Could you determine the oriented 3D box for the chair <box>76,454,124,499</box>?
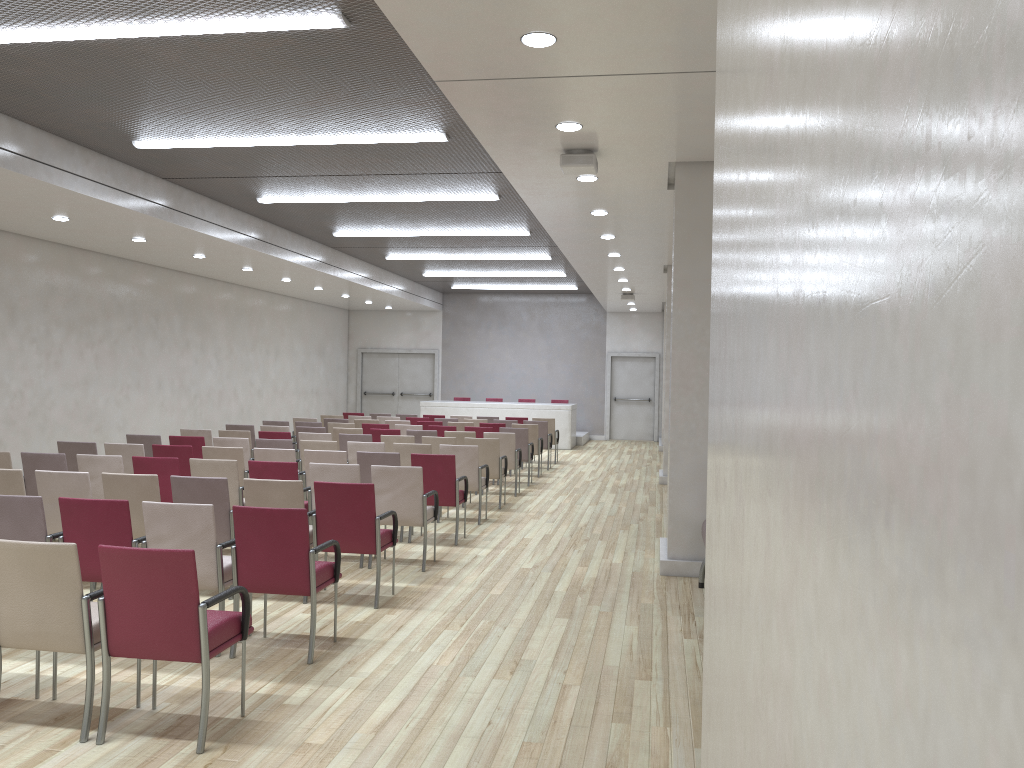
[{"bbox_3d":[-3.644,1.075,8.202,0.513,0.890,0.640,1,0,10],"label":"chair"}]

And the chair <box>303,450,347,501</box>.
[{"bbox_3d":[-1.827,1.106,9.137,0.513,0.890,0.640,1,0,9],"label":"chair"}]

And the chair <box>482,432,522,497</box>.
[{"bbox_3d":[-0.141,1.117,12.602,0.513,0.890,0.640,1,0,8],"label":"chair"}]

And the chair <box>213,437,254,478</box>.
[{"bbox_3d":[-3.242,1.068,10.629,0.513,0.890,0.640,1,0,9],"label":"chair"}]

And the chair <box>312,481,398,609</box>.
[{"bbox_3d":[-1.144,1.136,6.533,0.513,0.890,0.640,1,0,10],"label":"chair"}]

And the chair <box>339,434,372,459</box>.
[{"bbox_3d":[-1.966,1.087,11.653,0.513,0.890,0.640,1,0,10],"label":"chair"}]

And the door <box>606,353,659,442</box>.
[{"bbox_3d":[3.285,0.355,24.172,1.400,2.400,0.200,1,0,9],"label":"door"}]

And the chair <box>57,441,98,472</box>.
[{"bbox_3d":[-4.535,1.049,9.594,0.513,0.890,0.640,1,0,9],"label":"chair"}]

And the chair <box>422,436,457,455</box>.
[{"bbox_3d":[-0.887,1.109,11.471,0.513,0.890,0.640,1,0,9],"label":"chair"}]

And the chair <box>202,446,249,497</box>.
[{"bbox_3d":[-2.912,1.083,9.316,0.513,0.890,0.640,1,0,9],"label":"chair"}]

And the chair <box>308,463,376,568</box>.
[{"bbox_3d":[-1.478,1.121,7.839,0.513,0.890,0.640,1,0,9],"label":"chair"}]

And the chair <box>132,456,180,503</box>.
[{"bbox_3d":[-3.104,1.087,8.105,0.513,0.890,0.640,1,0,10],"label":"chair"}]

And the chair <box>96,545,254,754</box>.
[{"bbox_3d":[-1.537,1.144,4.098,0.513,0.890,0.640,1,0,9],"label":"chair"}]

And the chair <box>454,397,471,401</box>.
[{"bbox_3d":[-1.358,0.799,22.972,0.513,0.890,0.640,1,0,9],"label":"chair"}]

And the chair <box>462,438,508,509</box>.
[{"bbox_3d":[-0.341,1.121,11.397,0.513,0.890,0.640,1,0,9],"label":"chair"}]

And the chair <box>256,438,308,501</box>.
[{"bbox_3d":[-2.710,1.079,10.524,0.513,0.890,0.640,1,0,9],"label":"chair"}]

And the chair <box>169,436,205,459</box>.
[{"bbox_3d":[-3.791,1.056,10.716,0.513,0.890,0.640,1,0,9],"label":"chair"}]

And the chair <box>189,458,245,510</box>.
[{"bbox_3d":[-2.563,1.098,8.011,0.513,0.890,0.640,1,0,9],"label":"chair"}]

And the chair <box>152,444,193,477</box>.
[{"bbox_3d":[-3.454,1.071,9.398,0.513,0.890,0.640,1,0,9],"label":"chair"}]

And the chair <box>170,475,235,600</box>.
[{"bbox_3d":[-2.224,1.113,6.703,0.513,0.890,0.640,1,0,10],"label":"chair"}]

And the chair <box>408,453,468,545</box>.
[{"bbox_3d":[-0.733,1.129,8.950,0.513,0.890,0.640,1,0,10],"label":"chair"}]

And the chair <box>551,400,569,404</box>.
[{"bbox_3d":[1.181,0.852,22.553,0.513,0.890,0.640,1,0,9],"label":"chair"}]

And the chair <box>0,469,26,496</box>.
[{"bbox_3d":[-3.854,1.079,6.977,0.513,0.890,0.640,1,0,10],"label":"chair"}]

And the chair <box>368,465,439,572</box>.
[{"bbox_3d":[-0.935,1.133,7.746,0.513,0.890,0.640,1,0,9],"label":"chair"}]

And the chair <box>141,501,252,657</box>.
[{"bbox_3d":[-1.890,1.129,5.406,0.513,0.890,0.640,1,0,10],"label":"chair"}]

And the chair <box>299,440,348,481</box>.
[{"bbox_3d":[-2.177,1.090,10.439,0.513,0.890,0.640,1,0,9],"label":"chair"}]

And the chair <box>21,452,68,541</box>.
[{"bbox_3d":[-4.192,1.064,8.289,0.513,0.890,0.640,1,0,10],"label":"chair"}]

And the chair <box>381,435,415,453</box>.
[{"bbox_3d":[-1.422,1.098,11.575,0.513,0.890,0.640,1,0,9],"label":"chair"}]

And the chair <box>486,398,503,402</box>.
[{"bbox_3d":[-0.512,0.817,22.832,0.513,0.890,0.640,1,0,9],"label":"chair"}]

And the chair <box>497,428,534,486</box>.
[{"bbox_3d":[0.063,1.113,13.815,0.513,0.890,0.640,1,0,9],"label":"chair"}]

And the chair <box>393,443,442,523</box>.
[{"bbox_3d":[-1.083,1.113,10.269,0.513,0.890,0.640,1,0,10],"label":"chair"}]

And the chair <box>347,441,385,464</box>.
[{"bbox_3d":[-1.616,1.102,10.356,0.513,0.890,0.640,1,0,10],"label":"chair"}]

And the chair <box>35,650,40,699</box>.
[{"bbox_3d":[-2.620,1.121,4.280,0.513,0.890,0.640,1,0,9],"label":"chair"}]

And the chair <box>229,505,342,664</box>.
[{"bbox_3d":[-1.337,1.140,5.311,0.513,0.890,0.640,1,0,9],"label":"chair"}]

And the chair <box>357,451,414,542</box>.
[{"bbox_3d":[-1.282,1.117,9.058,0.513,0.890,0.640,1,0,10],"label":"chair"}]

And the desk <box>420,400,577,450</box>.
[{"bbox_3d":[-0.302,0.979,21.677,3.652,1.042,1.456,1,0,9],"label":"desk"}]

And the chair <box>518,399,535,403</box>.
[{"bbox_3d":[0.335,0.835,22.693,0.513,0.890,0.640,1,0,9],"label":"chair"}]

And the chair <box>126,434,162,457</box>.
[{"bbox_3d":[-4.332,1.045,10.804,0.513,0.890,0.640,1,0,10],"label":"chair"}]

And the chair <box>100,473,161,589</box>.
[{"bbox_3d":[-2.775,1.102,6.804,0.513,0.890,0.640,1,0,9],"label":"chair"}]

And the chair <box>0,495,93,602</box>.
[{"bbox_3d":[-2.975,1.106,5.594,0.513,0.890,0.640,1,0,9],"label":"chair"}]

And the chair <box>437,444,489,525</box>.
[{"bbox_3d":[-0.550,1.125,10.177,0.513,0.890,0.640,1,0,10],"label":"chair"}]

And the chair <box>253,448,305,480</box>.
[{"bbox_3d":[-2.358,1.094,9.235,0.513,0.890,0.640,1,0,10],"label":"chair"}]

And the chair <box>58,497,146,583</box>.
[{"bbox_3d":[-2.430,1.117,5.507,0.513,0.890,0.640,1,0,8],"label":"chair"}]

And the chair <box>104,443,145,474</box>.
[{"bbox_3d":[-3.989,1.060,9.489,0.513,0.890,0.640,1,0,10],"label":"chair"}]

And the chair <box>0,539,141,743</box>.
[{"bbox_3d":[-2.078,1.133,4.192,0.513,0.890,0.640,1,0,10],"label":"chair"}]

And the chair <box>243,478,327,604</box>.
[{"bbox_3d":[-1.675,1.125,6.626,0.513,0.890,0.640,1,0,9],"label":"chair"}]

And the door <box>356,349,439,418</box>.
[{"bbox_3d":[-3.249,0.217,25.249,2.373,2.400,0.200,1,0,9],"label":"door"}]

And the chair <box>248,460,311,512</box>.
[{"bbox_3d":[-2.027,1.110,7.929,0.513,0.890,0.640,1,0,9],"label":"chair"}]

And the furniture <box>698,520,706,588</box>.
[{"bbox_3d":[1.663,1.361,6.472,0.530,0.550,1.833,1,0,9],"label":"furniture"}]

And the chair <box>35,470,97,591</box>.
[{"bbox_3d":[-3.305,1.091,6.881,0.513,0.890,0.640,1,0,10],"label":"chair"}]
